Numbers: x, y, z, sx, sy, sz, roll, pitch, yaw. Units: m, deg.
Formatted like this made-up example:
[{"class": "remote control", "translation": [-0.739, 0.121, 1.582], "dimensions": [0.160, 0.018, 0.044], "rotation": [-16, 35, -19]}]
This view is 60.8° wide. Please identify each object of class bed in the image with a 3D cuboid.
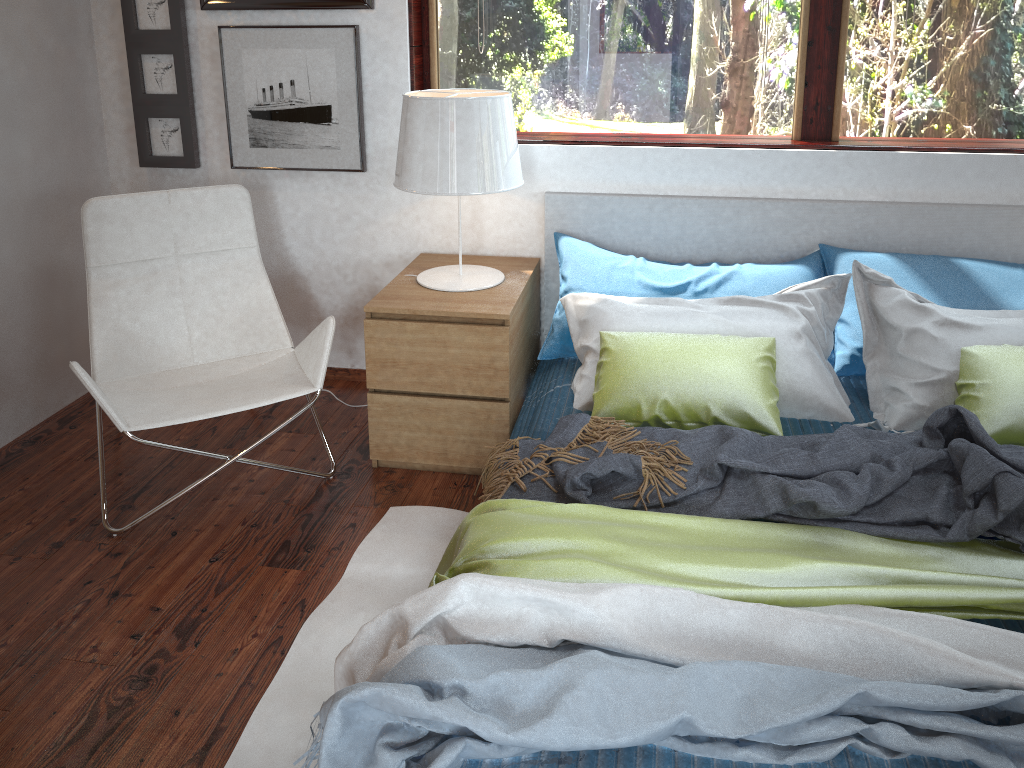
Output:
[{"class": "bed", "translation": [0.878, 0.266, 1.709], "dimensions": [2.141, 0.734, 2.708], "rotation": [4, 22, 10]}]

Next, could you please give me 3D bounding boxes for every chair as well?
[{"class": "chair", "translation": [-0.937, -0.138, 2.598], "dimensions": [0.706, 0.762, 0.830], "rotation": [-10, 21, -28]}]

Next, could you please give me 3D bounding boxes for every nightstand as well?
[{"class": "nightstand", "translation": [-0.164, -0.077, 2.826], "dimensions": [0.428, 0.516, 0.639], "rotation": [3, 19, 10]}]

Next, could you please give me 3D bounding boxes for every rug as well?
[{"class": "rug", "translation": [0.808, 0.786, 1.322], "dimensions": [2.714, 0.047, 1.894], "rotation": [4, 23, 9]}]

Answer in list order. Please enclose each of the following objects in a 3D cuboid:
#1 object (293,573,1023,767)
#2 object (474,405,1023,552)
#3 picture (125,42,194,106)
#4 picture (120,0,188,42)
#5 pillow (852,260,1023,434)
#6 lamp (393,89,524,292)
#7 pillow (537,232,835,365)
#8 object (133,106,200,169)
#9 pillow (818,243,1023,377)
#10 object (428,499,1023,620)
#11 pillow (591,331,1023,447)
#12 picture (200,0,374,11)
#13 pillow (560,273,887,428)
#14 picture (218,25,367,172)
[{"class": "object", "translation": [0.708, 0.599, 1.217], "dimensions": [2.155, 0.360, 0.564], "rotation": [2, 20, 5]}, {"class": "object", "translation": [0.894, 0.281, 1.734], "dimensions": [2.136, 0.388, 0.658], "rotation": [8, 22, 18]}, {"class": "picture", "translation": [-1.254, -1.104, 3.108], "dimensions": [0.223, 0.216, 0.042], "rotation": [3, 15, 10]}, {"class": "picture", "translation": [-1.256, -1.311, 3.053], "dimensions": [0.223, 0.216, 0.042], "rotation": [3, 15, 10]}, {"class": "pillow", "translation": [1.343, -0.091, 2.297], "dimensions": [0.852, 0.374, 0.378], "rotation": [1, 18, 4]}, {"class": "lamp", "translation": [-0.165, -0.610, 2.714], "dimensions": [0.406, 0.563, 0.425], "rotation": [2, 17, 7]}, {"class": "pillow", "translation": [0.551, -0.272, 2.753], "dimensions": [0.913, 0.315, 0.365], "rotation": [3, 19, 8]}, {"class": "object", "translation": [-1.252, -0.896, 3.163], "dimensions": [0.223, 0.216, 0.042], "rotation": [3, 15, 10]}, {"class": "pillow", "translation": [1.402, -0.209, 2.606], "dimensions": [0.921, 0.304, 0.385], "rotation": [3, 19, 8]}, {"class": "object", "translation": [0.805, 0.507, 1.571], "dimensions": [2.105, 0.428, 0.516], "rotation": [2, 19, 6]}, {"class": "pillow", "translation": [0.895, 0.006, 2.205], "dimensions": [1.380, 0.210, 0.327], "rotation": [4, 20, 9]}, {"class": "picture", "translation": [-0.776, -1.444, 2.935], "dimensions": [0.627, 0.348, 0.043], "rotation": [3, 14, 10]}, {"class": "pillow", "translation": [0.543, -0.113, 2.456], "dimensions": [0.872, 0.343, 0.497], "rotation": [2, 20, 5]}, {"class": "picture", "translation": [-0.765, -0.993, 3.043], "dimensions": [0.505, 0.484, 0.045], "rotation": [3, 14, 10]}]
